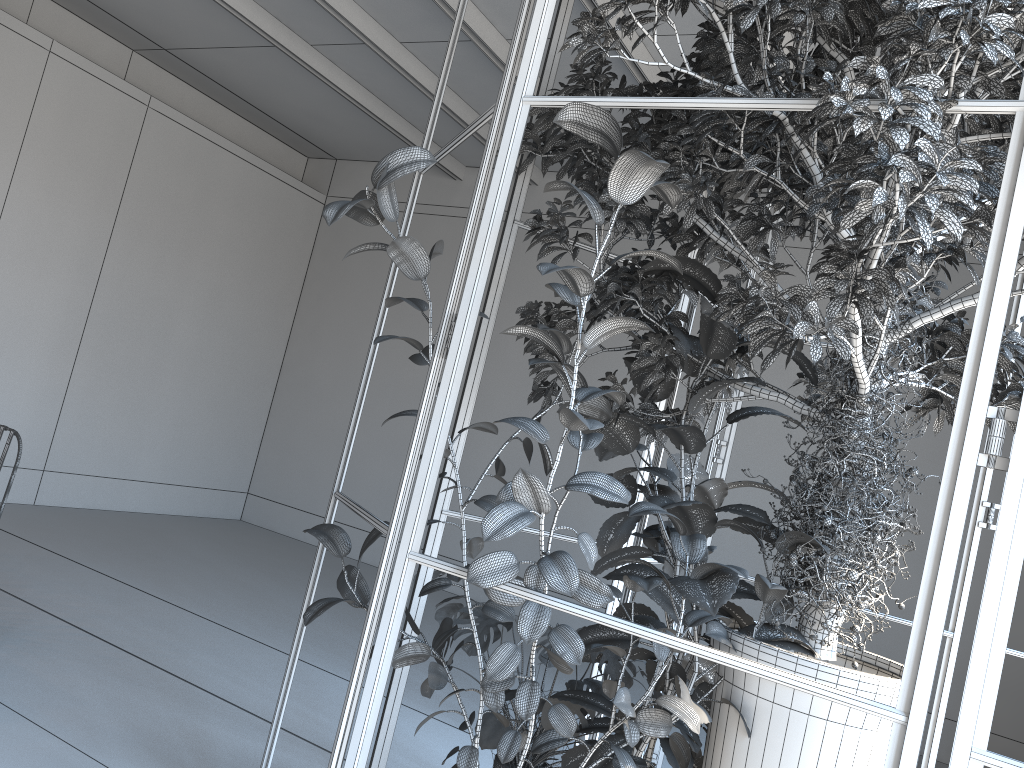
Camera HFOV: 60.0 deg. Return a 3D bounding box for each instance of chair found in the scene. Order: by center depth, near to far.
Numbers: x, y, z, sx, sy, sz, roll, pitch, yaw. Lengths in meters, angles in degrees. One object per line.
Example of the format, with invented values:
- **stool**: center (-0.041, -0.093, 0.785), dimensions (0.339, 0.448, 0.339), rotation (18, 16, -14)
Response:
- **chair**: center (-2.704, 0.623, 4.060), dimensions (0.474, 0.975, 0.488), rotation (11, -5, 30)

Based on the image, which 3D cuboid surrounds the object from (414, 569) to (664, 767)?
- **object**: center (-0.003, 1.212, 3.116), dimensions (1.125, 1.001, 0.920), rotation (11, -5, 27)

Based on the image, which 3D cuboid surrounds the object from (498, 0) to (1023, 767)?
- **object**: center (0.897, -0.251, 2.488), dimensions (2.243, 4.154, 2.486), rotation (14, -5, 1)

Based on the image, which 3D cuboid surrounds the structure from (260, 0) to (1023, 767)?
- **structure**: center (1.132, 0.226, 2.760), dimensions (2.994, 3.454, 2.452), rotation (11, -5, 30)

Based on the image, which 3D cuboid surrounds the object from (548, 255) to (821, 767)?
- **object**: center (0.477, 0.685, 2.818), dimensions (0.868, 2.157, 1.270), rotation (16, -5, -30)

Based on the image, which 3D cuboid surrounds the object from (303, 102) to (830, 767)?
- **object**: center (0.020, 0.545, 2.369), dimensions (1.253, 2.183, 1.309), rotation (10, -6, 40)
